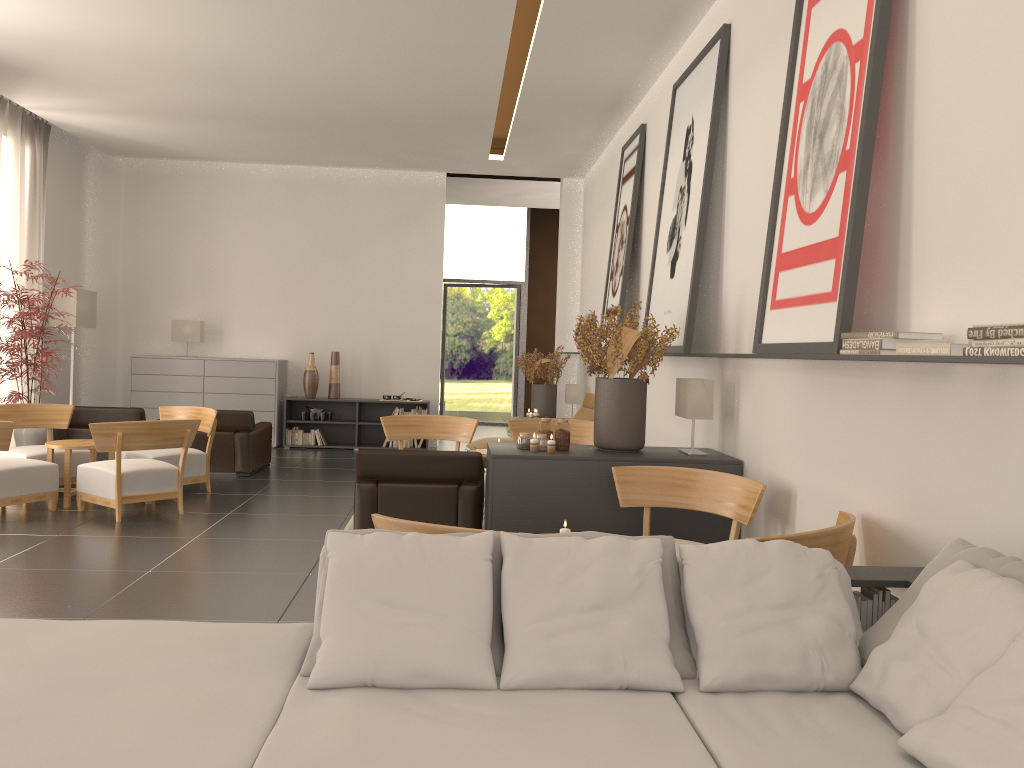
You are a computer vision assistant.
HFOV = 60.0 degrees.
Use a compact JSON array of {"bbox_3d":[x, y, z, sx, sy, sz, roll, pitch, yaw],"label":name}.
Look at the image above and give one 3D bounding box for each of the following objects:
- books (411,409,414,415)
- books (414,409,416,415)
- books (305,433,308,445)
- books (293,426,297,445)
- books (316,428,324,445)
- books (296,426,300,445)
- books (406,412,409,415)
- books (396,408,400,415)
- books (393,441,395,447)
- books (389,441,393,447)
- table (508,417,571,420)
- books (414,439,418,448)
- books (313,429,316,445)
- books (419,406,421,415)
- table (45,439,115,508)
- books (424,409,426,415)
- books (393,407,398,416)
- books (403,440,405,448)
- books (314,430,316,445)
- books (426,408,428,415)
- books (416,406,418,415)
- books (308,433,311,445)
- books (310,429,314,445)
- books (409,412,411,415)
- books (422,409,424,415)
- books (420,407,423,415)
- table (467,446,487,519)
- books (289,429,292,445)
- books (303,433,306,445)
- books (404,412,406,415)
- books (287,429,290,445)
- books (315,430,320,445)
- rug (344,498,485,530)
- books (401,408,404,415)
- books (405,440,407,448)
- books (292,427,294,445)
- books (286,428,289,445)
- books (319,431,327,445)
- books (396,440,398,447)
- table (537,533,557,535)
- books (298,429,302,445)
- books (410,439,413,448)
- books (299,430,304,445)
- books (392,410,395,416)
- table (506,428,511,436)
[{"bbox_3d":[-2.155,0.702,19.266,0.054,0.311,0.244,2,1,-4],"label":"books"},{"bbox_3d":[-2.107,0.700,19.274,0.039,0.318,0.236,2,1,-4],"label":"books"},{"bbox_3d":[-4.424,1.182,19.166,0.054,0.249,0.167,2,1,-4],"label":"books"},{"bbox_3d":[-4.674,1.107,19.122,0.029,0.385,0.220,2,1,-4],"label":"books"},{"bbox_3d":[-4.141,1.140,19.150,0.138,0.354,0.236,2,1,-4],"label":"books"},{"bbox_3d":[-4.619,1.109,19.120,0.039,0.384,0.232,2,1,-4],"label":"books"},{"bbox_3d":[-2.269,0.728,19.298,0.054,0.249,0.167,2,1,-4],"label":"books"},{"bbox_3d":[-2.508,0.687,19.239,0.130,0.322,0.252,2,1,-4],"label":"books"},{"bbox_3d":[-2.557,1.176,19.278,0.041,0.377,0.248,2,1,-4],"label":"books"},{"bbox_3d":[-2.613,1.191,19.266,0.071,0.344,0.265,2,1,-4],"label":"books"},{"bbox_3d":[0.751,1.168,18.182,1.600,0.840,1.601,2,2,-4],"label":"table"},{"bbox_3d":[-2.101,1.217,19.313,0.106,0.325,0.238,2,1,-4],"label":"books"},{"bbox_3d":[-4.270,1.150,19.132,0.019,0.324,0.254,2,1,-4],"label":"books"},{"bbox_3d":[-2.011,0.669,19.287,0.029,0.385,0.220,2,1,-4],"label":"books"},{"bbox_3d":[-5.796,1.187,11.916,0.870,0.803,0.870,2,2,19],"label":"table"},{"bbox_3d":[-1.890,0.713,19.293,0.048,0.305,0.226,2,1,-4],"label":"books"},{"bbox_3d":[-2.544,0.669,19.245,0.138,0.354,0.236,2,1,-4],"label":"books"},{"bbox_3d":[-2.332,1.203,19.293,0.041,0.335,0.248,2,1,-4],"label":"books"},{"bbox_3d":[-4.251,1.160,19.141,0.017,0.305,0.239,2,1,-4],"label":"books"},{"bbox_3d":[-1.853,0.698,19.281,0.022,0.338,0.253,2,1,-4],"label":"books"},{"bbox_3d":[-2.065,0.668,19.277,0.039,0.384,0.232,2,1,-4],"label":"books"},{"bbox_3d":[-4.368,1.183,19.170,0.054,0.249,0.167,2,1,-4],"label":"books"},{"bbox_3d":[-4.310,1.146,19.163,0.054,0.328,0.187,2,1,-4],"label":"books"},{"bbox_3d":[-2.214,0.730,19.302,0.054,0.249,0.167,2,1,-4],"label":"books"},{"bbox_3d":[-1.935,0.708,19.280,0.039,0.312,0.246,2,1,-4],"label":"books"},{"bbox_3d":[-1.976,0.684,19.295,0.039,0.358,0.210,2,1,-4],"label":"books"},{"bbox_3d":[-0.209,1.318,11.753,0.797,0.903,0.797,2,1,19],"label":"table"},{"bbox_3d":[-4.751,1.141,19.105,0.039,0.312,0.246,2,1,-4],"label":"books"},{"bbox_3d":[-4.480,1.180,19.163,0.054,0.249,0.167,2,1,-4],"label":"books"},{"bbox_3d":[-2.325,0.727,19.294,0.054,0.249,0.167,2,1,-4],"label":"books"},{"bbox_3d":[-4.797,1.143,19.112,0.048,0.305,0.226,2,1,-4],"label":"books"},{"bbox_3d":[-4.178,1.156,19.139,0.130,0.322,0.252,2,1,-4],"label":"books"},{"bbox_3d":[-0.078,1.786,11.583,4.000,0.010,3.559,2,2,-4],"label":"rug"},{"bbox_3d":[-2.379,0.685,19.280,0.054,0.328,0.187,2,1,-4],"label":"books"},{"bbox_3d":[-2.290,1.170,19.297,0.041,0.404,0.245,2,1,-4],"label":"books"},{"bbox_3d":[-4.711,1.119,19.125,0.039,0.358,0.210,2,1,-4],"label":"books"},{"bbox_3d":[-4.832,1.126,19.096,0.022,0.338,0.253,2,1,-4],"label":"books"},{"bbox_3d":[-4.082,1.173,19.146,0.142,0.289,0.252,2,1,-4],"label":"books"},{"bbox_3d":[-2.490,1.202,19.278,0.057,0.327,0.257,2,1,-4],"label":"books"},{"bbox_3d":[0.387,1.583,6.492,0.870,0.803,0.870,2,2,-11],"label":"table"},{"bbox_3d":[-4.580,1.143,19.121,0.039,0.318,0.236,2,1,-4],"label":"books"},{"bbox_3d":[-2.182,1.202,19.328,0.057,0.346,0.197,2,1,-4],"label":"books"},{"bbox_3d":[-4.532,1.149,19.120,0.054,0.311,0.244,2,1,-4],"label":"books"},{"bbox_3d":[-2.604,0.699,19.233,0.142,0.289,0.252,2,1,-4],"label":"books"},{"bbox_3d":[0.311,1.226,15.281,0.797,0.903,0.798,1,2,-26],"label":"table"}]
